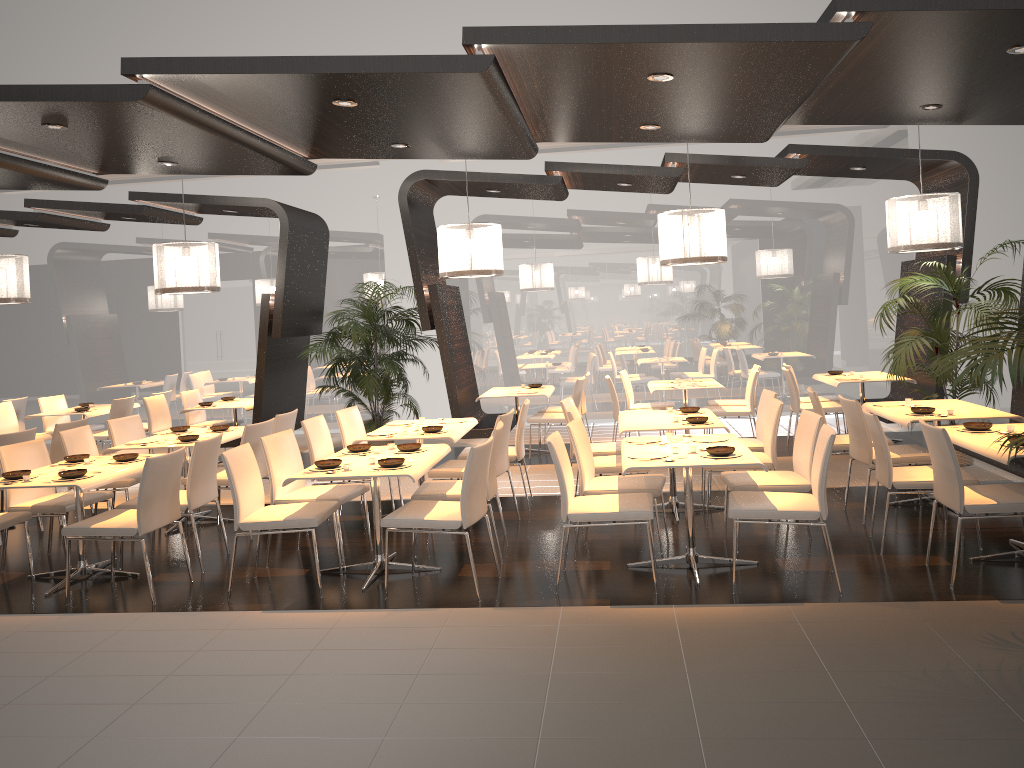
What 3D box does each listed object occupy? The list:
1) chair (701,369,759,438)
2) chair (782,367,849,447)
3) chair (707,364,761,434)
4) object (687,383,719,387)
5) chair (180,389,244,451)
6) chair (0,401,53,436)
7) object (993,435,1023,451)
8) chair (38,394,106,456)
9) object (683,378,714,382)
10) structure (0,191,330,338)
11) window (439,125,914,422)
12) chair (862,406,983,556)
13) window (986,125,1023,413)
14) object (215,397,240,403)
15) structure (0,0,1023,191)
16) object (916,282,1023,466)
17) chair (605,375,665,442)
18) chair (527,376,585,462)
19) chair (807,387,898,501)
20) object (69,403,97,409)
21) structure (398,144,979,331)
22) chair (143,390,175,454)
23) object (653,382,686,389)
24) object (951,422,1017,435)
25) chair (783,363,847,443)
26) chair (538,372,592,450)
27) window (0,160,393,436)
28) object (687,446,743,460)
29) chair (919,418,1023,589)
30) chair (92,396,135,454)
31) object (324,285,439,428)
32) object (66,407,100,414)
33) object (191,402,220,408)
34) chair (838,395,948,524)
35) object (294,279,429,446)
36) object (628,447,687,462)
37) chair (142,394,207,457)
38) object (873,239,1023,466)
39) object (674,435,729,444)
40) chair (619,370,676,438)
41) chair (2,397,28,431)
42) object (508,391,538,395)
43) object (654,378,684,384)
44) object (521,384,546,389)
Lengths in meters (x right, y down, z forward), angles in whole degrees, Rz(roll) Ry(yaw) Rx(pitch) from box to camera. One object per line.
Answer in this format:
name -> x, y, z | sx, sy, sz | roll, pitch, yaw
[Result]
chair -> 2.357, 0.294, 9.507 | 0.605, 0.869, 0.485 | -3, 1, 9
chair -> 3.224, 0.258, 9.418 | 0.605, 0.874, 0.485 | -3, 1, 9
chair -> 2.553, 0.236, 10.124 | 0.605, 0.874, 0.485 | -3, 1, 9
object -> 2.068, -0.004, 9.596 | 0.335, 0.038, 0.378 | -3, 5, -4
chair -> -3.686, 0.502, 10.847 | 0.605, 0.869, 0.485 | -3, 1, 9
chair -> -5.766, 0.647, 10.421 | 0.605, 0.874, 0.485 | -3, 1, 4
object -> 2.907, 0.324, 4.941 | 0.303, 0.044, 0.366 | -3, 5, 6
chair -> -5.529, 0.579, 11.082 | 0.604, 0.869, 0.485 | -3, 1, 14
object -> 2.152, -0.058, 10.206 | 0.335, 0.038, 0.378 | -3, 5, -4
structure -> -5.280, -1.301, 10.677 | 5.929, 1.727, 1.405 | -3, 2, 7
window -> 2.220, -1.482, 12.103 | 6.575, 3.979, 0.070 | -3, 0, 7
chair -> 2.582, 0.594, 5.628 | 0.604, 0.869, 0.485 | -3, 1, 14
window -> 5.601, -1.314, 7.821 | 0.070, 3.973, 6.601 | -3, 3, 7
object -> -3.441, 0.185, 10.780 | 0.303, 0.044, 0.366 | -3, 5, 1
structure -> -0.897, -1.192, 6.412 | 10.655, 1.736, 2.910 | -2, 3, 7
object -> 2.864, 0.125, 3.901 | 1.508, 2.059, 1.560 | -4, 2, -38
chair -> 1.339, 0.341, 9.609 | 0.605, 0.874, 0.485 | -3, 1, 4
chair -> 0.513, 0.375, 9.699 | 0.604, 0.869, 0.485 | -3, 1, 14
chair -> 2.716, 0.470, 7.114 | 0.604, 0.874, 0.485 | -3, 1, 14
object -> -5.288, 0.264, 11.002 | 0.303, 0.044, 0.366 | -2, 5, 11
structure -> 1.826, -1.607, 9.864 | 5.929, 1.727, 1.405 | -3, 2, 7
chair -> -4.553, 0.542, 10.937 | 0.605, 0.874, 0.485 | -3, 1, 9
object -> 1.699, 0.017, 9.566 | 0.335, 0.038, 0.378 | -3, 5, 1
object -> 2.964, 0.272, 5.545 | 0.303, 0.044, 0.366 | -3, 5, 6
chair -> 3.420, 0.195, 10.034 | 0.605, 0.869, 0.485 | -3, 1, 9
chair -> 0.629, 0.320, 10.326 | 0.605, 0.874, 0.485 | -3, 1, 9
window -> -4.924, -1.174, 12.920 | 6.575, 3.979, 0.070 | -3, 0, 7
object -> 1.189, 0.395, 5.177 | 0.303, 0.044, 0.366 | -3, 5, 6
chair -> 2.660, 0.644, 4.962 | 0.605, 0.869, 0.485 | -3, 1, 9
chair -> -4.749, 0.602, 10.320 | 0.605, 0.874, 0.485 | -3, 1, 9
object -> -1.684, -0.230, 11.257 | 1.508, 2.059, 1.560 | -4, 2, -32
object -> -5.053, 0.303, 10.369 | 0.303, 0.044, 0.366 | -3, 5, 6
object -> -3.504, 0.237, 10.177 | 0.303, 0.044, 0.366 | -3, 5, 6
chair -> 2.745, 0.522, 6.444 | 0.605, 0.874, 0.485 | -3, 1, 4
object -> -1.588, -0.146, 10.155 | 1.561, 2.059, 1.507 | -3, 2, 0
object -> 0.854, 0.413, 5.200 | 0.335, 0.038, 0.378 | -3, 5, 1
chair -> -3.882, 0.562, 10.230 | 0.605, 0.869, 0.485 | -3, 1, 9
object -> 4.163, -0.288, 8.186 | 1.503, 2.059, 1.566 | -2, 2, 20
object -> 1.235, 0.346, 5.793 | 0.335, 0.038, 0.378 | -3, 5, -4
chair -> 1.577, 0.273, 10.269 | 0.604, 0.869, 0.485 | -3, 1, 14
chair -> -6.477, 0.627, 11.138 | 0.605, 0.874, 0.485 | -3, 1, 9
object -> 0.121, 0.080, 9.818 | 0.335, 0.038, 0.378 | -3, 5, -4
object -> 1.797, -0.036, 10.167 | 0.335, 0.038, 0.378 | -3, 5, 1
object -> 0.246, 0.025, 10.380 | 0.303, 0.044, 0.366 | -3, 5, 6
